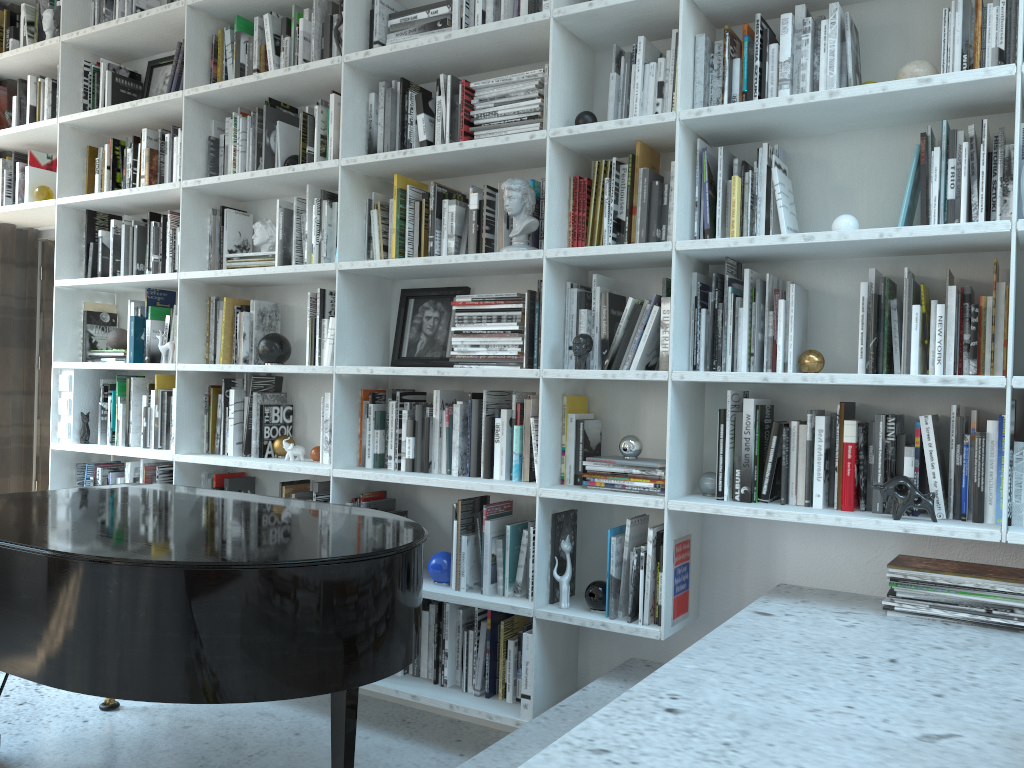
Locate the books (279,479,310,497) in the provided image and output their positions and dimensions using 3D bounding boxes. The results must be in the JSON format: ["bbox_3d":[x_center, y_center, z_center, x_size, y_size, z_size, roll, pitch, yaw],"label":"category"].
[{"bbox_3d":[-0.869,0.529,3.539,0.012,0.285,0.159,2,0,31],"label":"books"}]

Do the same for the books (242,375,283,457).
[{"bbox_3d":[-1.014,0.130,3.612,0.050,0.328,0.166,2,0,31],"label":"books"}]

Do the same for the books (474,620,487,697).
[{"bbox_3d":[-0.059,0.916,3.022,0.044,0.251,0.187,2,0,31],"label":"books"}]

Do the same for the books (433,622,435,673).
[{"bbox_3d":[-0.228,0.936,3.154,0.024,0.203,0.144,2,0,31],"label":"books"}]

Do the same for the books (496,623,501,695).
[{"bbox_3d":[-0.003,0.924,3.021,0.028,0.239,0.140,2,0,31],"label":"books"}]

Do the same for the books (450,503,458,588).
[{"bbox_3d":[-0.158,0.546,3.047,0.012,0.285,0.159,2,0,31],"label":"books"}]

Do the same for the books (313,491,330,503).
[{"bbox_3d":[-0.697,0.542,3.404,0.011,0.266,0.191,2,0,31],"label":"books"}]

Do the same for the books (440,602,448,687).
[{"bbox_3d":[-0.188,0.870,3.111,0.014,0.336,0.183,2,0,31],"label":"books"}]

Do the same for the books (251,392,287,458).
[{"bbox_3d":[-0.983,0.164,3.591,0.027,0.261,0.163,2,0,31],"label":"books"}]

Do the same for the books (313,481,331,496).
[{"bbox_3d":[-0.724,0.528,3.465,0.025,0.294,0.134,2,0,31],"label":"books"}]

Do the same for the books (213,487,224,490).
[{"bbox_3d":[-1.175,0.545,3.697,0.023,0.237,0.173,2,0,31],"label":"books"}]

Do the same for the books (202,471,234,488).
[{"bbox_3d":[-1.248,0.519,3.766,0.012,0.285,0.159,2,0,31],"label":"books"}]

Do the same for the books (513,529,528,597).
[{"bbox_3d":[0.063,0.584,2.938,0.053,0.220,0.132,2,0,31],"label":"books"}]

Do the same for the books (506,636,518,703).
[{"bbox_3d":[0.041,0.941,2.978,0.022,0.205,0.191,2,0,31],"label":"books"}]

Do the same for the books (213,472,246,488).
[{"bbox_3d":[-1.189,0.519,3.727,0.013,0.288,0.161,2,0,31],"label":"books"}]

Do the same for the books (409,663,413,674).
[{"bbox_3d":[-0.318,0.937,3.220,0.030,0.197,0.143,2,0,31],"label":"books"}]

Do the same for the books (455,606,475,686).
[{"bbox_3d":[-0.152,0.908,3.109,0.024,0.262,0.131,2,0,31],"label":"books"}]

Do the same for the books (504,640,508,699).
[{"bbox_3d":[0.026,0.948,2.998,0.024,0.191,0.155,2,0,31],"label":"books"}]

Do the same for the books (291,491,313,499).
[{"bbox_3d":[-0.796,0.547,3.480,0.022,0.251,0.187,2,0,31],"label":"books"}]

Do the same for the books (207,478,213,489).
[{"bbox_3d":[-1.233,0.529,3.758,0.023,0.266,0.134,2,0,31],"label":"books"}]

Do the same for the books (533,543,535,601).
[{"bbox_3d":[0.117,0.597,2.887,0.027,0.196,0.146,2,0,31],"label":"books"}]

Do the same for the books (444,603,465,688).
[{"bbox_3d":[-0.176,0.894,3.105,0.014,0.288,0.184,2,0,31],"label":"books"}]

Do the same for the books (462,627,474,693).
[{"bbox_3d":[-0.116,0.937,3.060,0.010,0.206,0.180,2,0,31],"label":"books"}]

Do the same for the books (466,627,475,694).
[{"bbox_3d":[-0.096,0.935,3.054,0.029,0.210,0.170,2,0,31],"label":"books"}]

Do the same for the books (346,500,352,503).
[{"bbox_3d":[-0.561,0.551,3.282,0.012,0.254,0.161,2,0,31],"label":"books"}]

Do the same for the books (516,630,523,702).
[{"bbox_3d":[0.068,0.931,2.975,0.028,0.227,0.162,2,0,31],"label":"books"}]

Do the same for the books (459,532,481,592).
[{"bbox_3d":[-0.119,0.597,3.004,0.025,0.185,0.170,2,0,31],"label":"books"}]

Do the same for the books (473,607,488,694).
[{"bbox_3d":[-0.077,0.895,3.045,0.011,0.292,0.184,2,0,31],"label":"books"}]

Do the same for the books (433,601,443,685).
[{"bbox_3d":[-0.217,0.895,3.133,0.013,0.285,0.185,2,0,31],"label":"books"}]

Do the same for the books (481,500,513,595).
[{"bbox_3d":[-0.050,0.544,2.972,0.015,0.293,0.169,2,0,31],"label":"books"}]

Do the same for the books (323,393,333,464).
[{"bbox_3d":[-0.656,0.168,3.403,0.027,0.269,0.159,2,0,31],"label":"books"}]

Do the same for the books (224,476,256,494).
[{"bbox_3d":[-1.140,0.528,3.707,0.026,0.273,0.146,2,0,31],"label":"books"}]

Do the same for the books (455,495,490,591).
[{"bbox_3d":[-0.132,0.537,3.015,0.013,0.303,0.181,2,0,31],"label":"books"}]

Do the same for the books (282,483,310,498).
[{"bbox_3d":[-0.861,0.536,3.529,0.012,0.271,0.142,2,0,31],"label":"books"}]

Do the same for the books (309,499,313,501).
[{"bbox_3d":[-0.751,0.561,3.469,0.024,0.226,0.131,2,0,31],"label":"books"}]

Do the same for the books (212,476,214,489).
[{"bbox_3d":[-1.201,0.522,3.730,0.010,0.282,0.149,2,0,31],"label":"books"}]

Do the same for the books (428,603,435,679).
[{"bbox_3d":[-0.249,0.906,3.169,0.028,0.261,0.132,2,0,31],"label":"books"}]

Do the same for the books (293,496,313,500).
[{"bbox_3d":[-0.783,0.555,3.460,0.022,0.236,0.188,2,0,31],"label":"books"}]

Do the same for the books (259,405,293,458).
[{"bbox_3d":[-0.955,0.190,3.591,0.023,0.212,0.160,2,0,31],"label":"books"}]

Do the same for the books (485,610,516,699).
[{"bbox_3d":[-0.032,0.884,3.011,0.013,0.317,0.186,2,0,31],"label":"books"}]

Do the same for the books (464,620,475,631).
[{"bbox_3d":[-0.121,0.934,3.100,0.040,0.212,0.129,2,0,31],"label":"books"}]

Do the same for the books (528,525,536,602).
[{"bbox_3d":[0.100,0.576,2.895,0.010,0.238,0.167,2,0,31],"label":"books"}]

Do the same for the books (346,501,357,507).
[{"bbox_3d":[-0.541,0.553,3.249,0.026,0.252,0.183,2,0,31],"label":"books"}]

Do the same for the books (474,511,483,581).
[{"bbox_3d":[-0.072,0.560,3.015,0.066,0.261,0.133,2,0,31],"label":"books"}]

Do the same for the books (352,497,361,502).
[{"bbox_3d":[-0.548,0.548,3.276,0.014,0.261,0.132,2,0,31],"label":"books"}]

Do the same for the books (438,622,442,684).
[{"bbox_3d":[-0.201,0.932,3.128,0.022,0.213,0.167,2,0,31],"label":"books"}]

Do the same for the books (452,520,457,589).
[{"bbox_3d":[-0.144,0.574,3.036,0.025,0.230,0.176,2,0,31],"label":"books"}]

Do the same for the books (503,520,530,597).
[{"bbox_3d":[0.020,0.577,2.942,0.024,0.232,0.146,2,0,31],"label":"books"}]

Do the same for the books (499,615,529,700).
[{"bbox_3d":[0.007,0.914,2.998,0.011,0.258,0.171,2,0,31],"label":"books"}]

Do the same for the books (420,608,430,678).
[{"bbox_3d":[-0.274,0.919,3.184,0.030,0.234,0.138,2,0,31],"label":"books"}]

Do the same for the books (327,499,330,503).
[{"bbox_3d":[-0.648,0.556,3.389,0.027,0.241,0.162,2,0,31],"label":"books"}]

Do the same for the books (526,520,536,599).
[{"bbox_3d":[0.090,0.570,2.909,0.022,0.249,0.130,2,0,31],"label":"books"}]

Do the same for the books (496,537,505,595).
[{"bbox_3d":[-0.004,0.601,2.961,0.036,0.183,0.146,2,0,31],"label":"books"}]

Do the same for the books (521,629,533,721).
[{"bbox_3d":[0.116,0.911,2.865,0.038,0.269,0.277,2,0,31],"label":"books"}]

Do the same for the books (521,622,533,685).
[{"bbox_3d":[0.082,0.917,2.957,0.012,0.256,0.176,2,0,31],"label":"books"}]

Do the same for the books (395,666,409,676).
[{"bbox_3d":[-0.358,0.931,3.209,0.028,0.206,0.175,2,0,31],"label":"books"}]

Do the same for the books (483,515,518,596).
[{"bbox_3d":[-0.037,0.569,2.960,0.021,0.244,0.180,2,0,31],"label":"books"}]

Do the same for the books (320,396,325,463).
[{"bbox_3d":[-0.681,0.176,3.429,0.012,0.254,0.161,2,0,31],"label":"books"}]

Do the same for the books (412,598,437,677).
[{"bbox_3d":[-0.299,0.888,3.195,0.026,0.294,0.155,2,0,31],"label":"books"}]
